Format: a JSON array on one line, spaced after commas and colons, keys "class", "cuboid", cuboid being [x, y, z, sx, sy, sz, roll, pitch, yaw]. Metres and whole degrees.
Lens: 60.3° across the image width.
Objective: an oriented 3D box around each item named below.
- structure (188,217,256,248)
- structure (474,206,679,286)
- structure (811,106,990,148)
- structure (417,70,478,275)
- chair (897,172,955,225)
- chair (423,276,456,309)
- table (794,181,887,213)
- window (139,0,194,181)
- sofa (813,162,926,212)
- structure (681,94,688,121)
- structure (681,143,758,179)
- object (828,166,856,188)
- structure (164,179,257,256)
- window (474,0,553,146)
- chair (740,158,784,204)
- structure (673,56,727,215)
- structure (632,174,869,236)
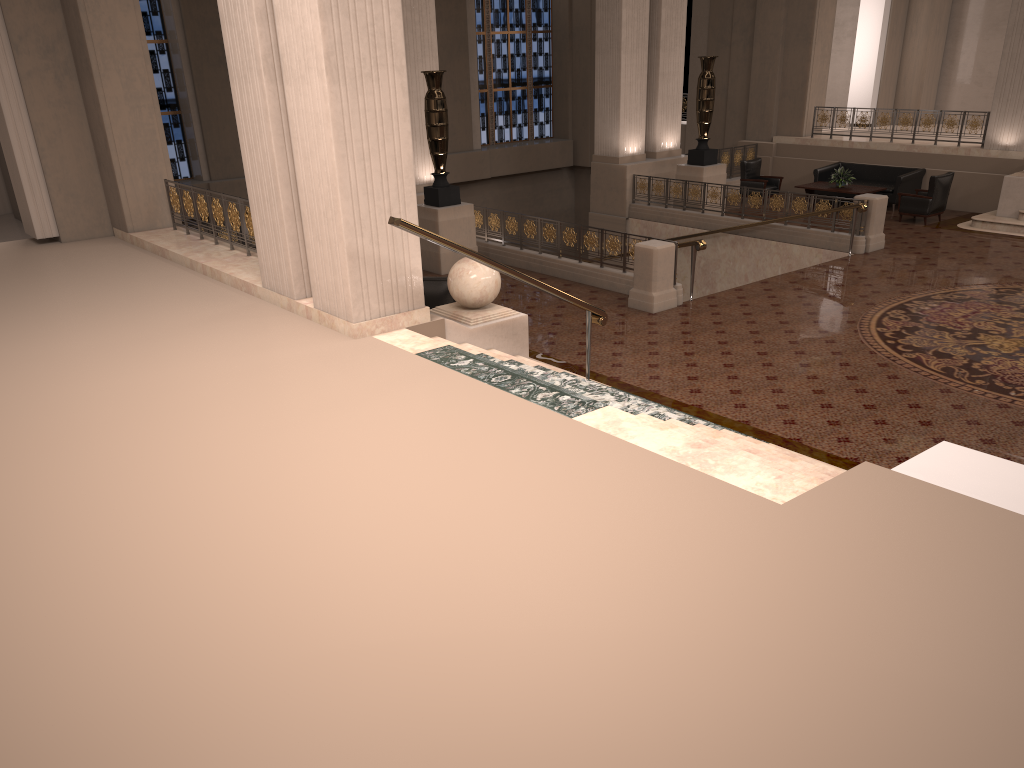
[{"class": "structure", "cuboid": [-3.661, -2.222, 13.239, 2.491, 0.684, 0.031, -17, 29, -34]}, {"class": "structure", "cuboid": [0.585, -2.146, 12.963, 0.078, 0.562, 4.813, -21, 28, -35]}, {"class": "structure", "cuboid": [7.589, -5.138, 17.530, 0.031, 0.654, 3.603, -21, 28, -35]}, {"class": "structure", "cuboid": [-1.055, -3.137, 13.155, 0.687, 2.916, 0.682, -20, 31, -34]}, {"class": "chair", "cuboid": [7.347, -3.322, 15.683, 0.636, 0.883, 0.699, -20, 29, -34]}, {"class": "chair", "cuboid": [-0.823, -0.879, 10.092, 0.647, 0.883, 0.687, 3, 24, 11]}, {"class": "table", "cuboid": [6.320, -3.589, 17.055, 0.824, 0.456, 1.439, -19, 27, -35]}, {"class": "window", "cuboid": [-8.182, -6.655, 17.205, 2.934, 5.604, 0.067, -19, 30, -33]}, {"class": "sofa", "cuboid": [7.029, -3.936, 17.503, 0.859, 0.739, 1.875, -19, 27, -35]}, {"class": "structure", "cuboid": [3.646, -6.928, 22.097, 0.030, 0.699, 2.102, -21, 28, -35]}, {"class": "structure", "cuboid": [4.472, -4.721, 18.980, 2.490, 0.684, 0.031, -17, 29, -34]}, {"class": "object", "cuboid": [6.304, -3.968, 16.856, 0.501, 0.394, 0.503, -4, 23, -5]}, {"class": "structure", "cuboid": [-3.202, -1.822, 9.914, 0.031, 0.654, 3.603, -21, 28, -35]}, {"class": "window", "cuboid": [-0.097, -9.139, 22.911, 2.934, 5.604, 0.067, -19, 30, -33]}, {"class": "chair", "cuboid": [5.075, -4.142, 18.027, 0.633, 0.883, 0.702, -23, 31, -39]}, {"class": "structure", "cuboid": [3.563, -4.556, 16.414, 0.687, 2.916, 0.682, -20, 31, -34]}, {"class": "structure", "cuboid": [3.881, -3.158, 15.289, 0.078, 0.562, 4.817, -22, 28, -35]}]
